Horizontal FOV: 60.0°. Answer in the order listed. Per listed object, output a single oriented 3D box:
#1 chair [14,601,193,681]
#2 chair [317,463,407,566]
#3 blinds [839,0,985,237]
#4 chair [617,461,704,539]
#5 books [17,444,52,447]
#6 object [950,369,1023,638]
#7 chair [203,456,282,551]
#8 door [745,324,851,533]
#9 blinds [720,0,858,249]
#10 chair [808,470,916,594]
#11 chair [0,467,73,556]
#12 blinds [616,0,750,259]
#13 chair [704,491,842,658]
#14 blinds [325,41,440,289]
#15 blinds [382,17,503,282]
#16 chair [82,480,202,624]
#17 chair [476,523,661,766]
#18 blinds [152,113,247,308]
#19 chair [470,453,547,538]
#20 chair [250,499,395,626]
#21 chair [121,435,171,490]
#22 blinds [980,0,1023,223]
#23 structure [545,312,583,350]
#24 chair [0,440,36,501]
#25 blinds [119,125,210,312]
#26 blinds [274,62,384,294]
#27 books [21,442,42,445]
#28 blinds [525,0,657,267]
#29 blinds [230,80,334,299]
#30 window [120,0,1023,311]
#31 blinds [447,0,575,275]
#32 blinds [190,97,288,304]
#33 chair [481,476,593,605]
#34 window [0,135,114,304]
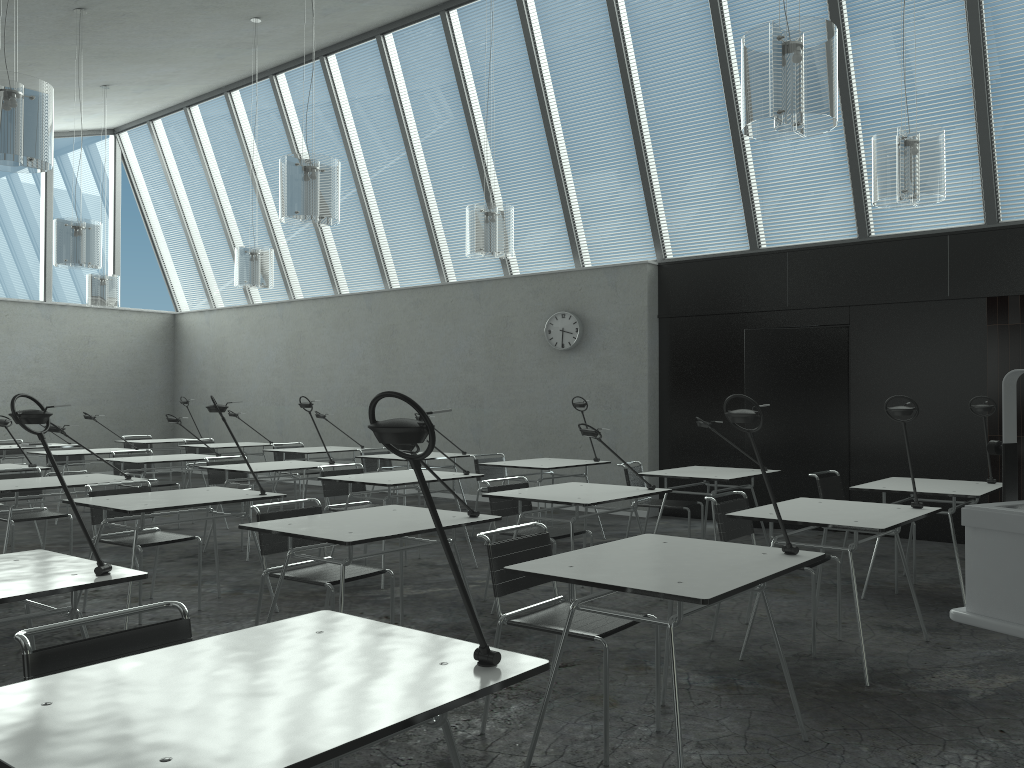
[{"bbox_3d":[-0.712,0.954,1.817,0.555,0.765,0.428,-1,-1,37],"label":"chair"},{"bbox_3d":[-1.060,1.028,6.236,0.555,0.765,0.428,-1,-1,41],"label":"chair"},{"bbox_3d":[3.081,-2.902,6.942,0.889,2.982,1.106,-1,-1,39],"label":"blinds"},{"bbox_3d":[1.091,1.035,6.532,0.555,0.765,0.428,0,-1,27],"label":"chair"},{"bbox_3d":[-5.156,0.738,9.578,0.210,0.021,0.297,0,-1,2],"label":"books"},{"bbox_3d":[1.422,0.524,2.027,0.559,1.639,0.680,1,-1,-27],"label":"object"},{"bbox_3d":[-2.166,1.043,7.117,0.555,0.765,0.428,-1,-1,39],"label":"chair"},{"bbox_3d":[2.536,0.434,7.947,0.940,2.020,0.365,-1,-1,39],"label":"door"},{"bbox_3d":[2.314,-2.876,7.567,0.889,2.949,1.094,-1,-1,39],"label":"blinds"},{"bbox_3d":[2.220,1.021,5.637,0.555,0.765,0.428,-1,-1,40],"label":"chair"},{"bbox_3d":[-3.222,1.021,5.863,0.555,0.765,0.428,-1,-1,39],"label":"chair"},{"bbox_3d":[1.546,-2.866,8.186,0.889,2.949,1.094,-1,-1,39],"label":"blinds"},{"bbox_3d":[1.267,0.998,4.331,0.555,0.765,0.428,-1,-1,38],"label":"chair"},{"bbox_3d":[-1.536,-2.826,10.667,0.889,2.949,1.094,-1,-1,39],"label":"blinds"},{"bbox_3d":[-0.766,-2.836,10.047,0.889,2.949,1.094,-1,-1,39],"label":"blinds"},{"bbox_3d":[-2.049,1.005,4.909,0.555,0.765,0.428,-1,-1,34],"label":"chair"},{"bbox_3d":[0.193,0.977,3.150,0.555,0.765,0.428,-1,-1,36],"label":"chair"},{"bbox_3d":[-4.616,-2.786,13.148,0.889,2.949,1.094,-1,-1,39],"label":"blinds"},{"bbox_3d":[-0.038,1.050,7.452,0.555,0.765,0.428,-1,-1,42],"label":"chair"},{"bbox_3d":[-0.857,0.990,3.973,0.555,0.765,0.428,-1,-1,35],"label":"chair"},{"bbox_3d":[-4.597,1.109,11.135,0.555,0.765,0.428,-1,-1,39],"label":"chair"},{"bbox_3d":[3.851,-2.912,6.322,0.889,2.982,1.106,-1,-1,39],"label":"blinds"},{"bbox_3d":[0.542,-0.618,9.319,0.446,0.446,0.077,-1,-1,39],"label":"structure"},{"bbox_3d":[-5.597,1.087,9.888,0.428,0.765,0.555,1,-1,-45],"label":"chair"},{"bbox_3d":[-5.387,-2.776,13.769,0.889,2.949,1.094,-1,-1,39],"label":"blinds"},{"bbox_3d":[-2.306,-2.816,11.288,0.889,2.949,1.094,-1,-1,39],"label":"blinds"},{"bbox_3d":[-5.148,0.712,9.533,0.164,0.032,0.183,-1,-1,32],"label":"books"},{"bbox_3d":[0.776,-2.856,8.806,0.889,2.949,1.094,-1,-1,39],"label":"blinds"},{"bbox_3d":[-3.075,-2.806,11.907,0.889,2.949,1.094,-1,-1,39],"label":"blinds"},{"bbox_3d":[-0.748,-2.868,10.070,12.775,3.101,1.144,-1,-1,39],"label":"window"},{"bbox_3d":[0.004,-2.846,9.427,0.889,2.949,1.094,-1,-1,39],"label":"blinds"},{"bbox_3d":[-3.846,-2.796,12.527,0.889,2.949,1.094,-1,-1,39],"label":"blinds"},{"bbox_3d":[0.140,1.011,5.166,0.555,0.765,0.428,-1,-1,39],"label":"chair"},{"bbox_3d":[-8.339,-2.829,10.914,0.010,3.041,7.052,-1,-1,39],"label":"window"}]
